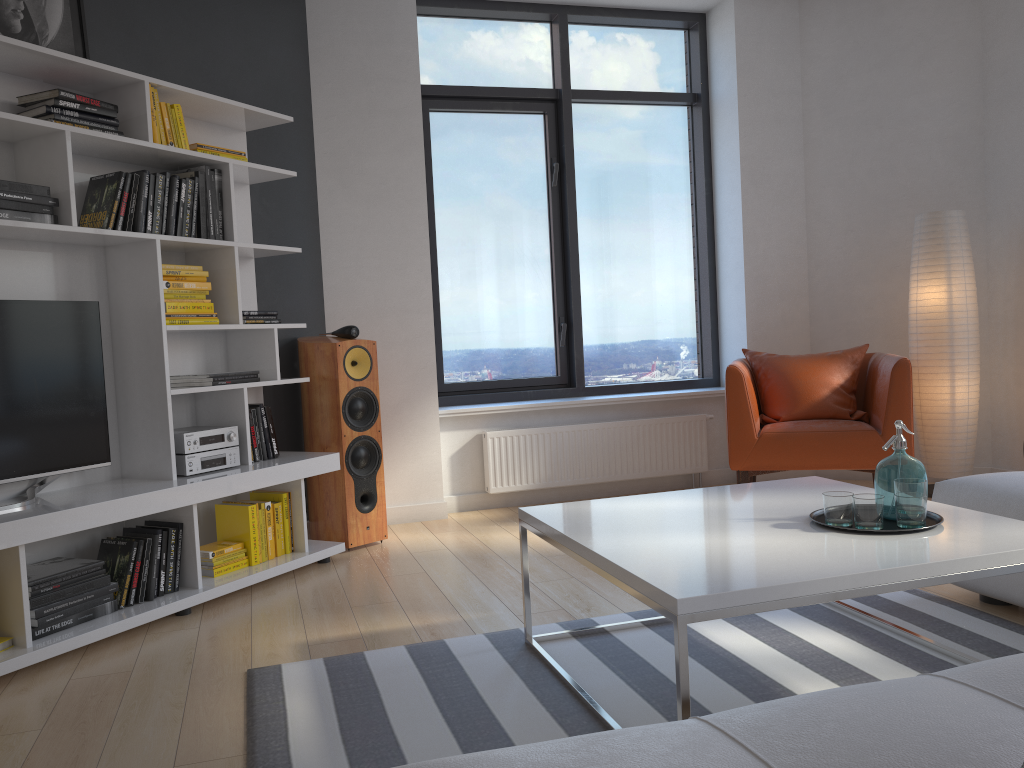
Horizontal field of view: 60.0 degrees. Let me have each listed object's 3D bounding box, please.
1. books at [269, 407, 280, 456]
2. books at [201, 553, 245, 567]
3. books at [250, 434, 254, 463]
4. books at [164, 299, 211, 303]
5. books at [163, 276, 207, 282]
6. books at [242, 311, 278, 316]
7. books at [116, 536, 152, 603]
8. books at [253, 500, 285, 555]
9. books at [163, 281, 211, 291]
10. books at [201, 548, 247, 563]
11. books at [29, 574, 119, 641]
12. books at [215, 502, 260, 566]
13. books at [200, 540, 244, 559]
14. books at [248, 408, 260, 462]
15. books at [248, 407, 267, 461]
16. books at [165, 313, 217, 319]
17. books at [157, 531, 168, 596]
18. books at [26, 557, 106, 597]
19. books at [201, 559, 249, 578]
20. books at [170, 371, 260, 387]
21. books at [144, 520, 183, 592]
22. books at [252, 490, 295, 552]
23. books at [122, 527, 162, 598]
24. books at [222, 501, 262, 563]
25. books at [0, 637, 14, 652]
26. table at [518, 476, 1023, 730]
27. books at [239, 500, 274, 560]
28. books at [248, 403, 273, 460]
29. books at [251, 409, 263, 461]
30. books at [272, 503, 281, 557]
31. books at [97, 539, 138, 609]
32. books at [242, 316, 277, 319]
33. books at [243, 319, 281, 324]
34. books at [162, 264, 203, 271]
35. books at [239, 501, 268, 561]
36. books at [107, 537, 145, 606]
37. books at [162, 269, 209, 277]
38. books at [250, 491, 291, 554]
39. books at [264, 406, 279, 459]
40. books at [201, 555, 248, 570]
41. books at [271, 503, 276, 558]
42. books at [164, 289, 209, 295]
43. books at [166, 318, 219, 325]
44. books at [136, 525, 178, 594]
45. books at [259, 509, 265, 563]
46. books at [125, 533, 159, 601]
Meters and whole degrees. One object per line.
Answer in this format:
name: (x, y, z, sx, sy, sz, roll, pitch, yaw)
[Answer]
books: (-1.162, 0.220, 4.052, 0.179, 0.233, 0.077, -1, 3, 29)
books: (-1.213, 0.726, 3.686, 0.113, 0.018, 0.169, -1, 3, 30)
books: (-1.230, 0.215, 3.894, 0.202, 0.268, 0.053, -1, 3, 28)
books: (-1.412, -0.338, 3.676, 0.189, 0.014, 0.251, -1, 3, 32)
books: (-1.411, -0.429, 3.677, 0.160, 0.022, 0.227, 0, 4, 44)
books: (-1.186, -0.313, 3.980, 0.161, 0.023, 0.213, -1, 3, 32)
books: (-1.430, 0.692, 3.318, 0.169, 0.233, 0.081, -1, 3, 28)
books: (-1.093, 0.641, 3.958, 0.172, 0.234, 0.024, -1, 3, 29)
books: (-1.405, -0.402, 3.683, 0.176, 0.033, 0.239, -1, 3, 32)
books: (-1.224, 0.710, 3.698, 0.134, 0.014, 0.187, -1, 3, 29)
books: (-1.601, 0.759, 3.083, 0.277, 0.137, 0.343, -2, 3, 24)
books: (-1.178, 0.643, 3.803, 0.198, 0.255, 0.044, -1, 3, 29)
books: (-1.238, 0.690, 3.700, 0.138, 0.026, 0.186, -1, 3, 29)
books: (-1.210, 0.228, 3.921, 0.189, 0.240, 0.053, -1, 3, 29)
books: (-1.176, 0.222, 3.954, 0.169, 0.242, 0.050, -1, 3, 28)
books: (-1.392, -0.277, 3.672, 0.203, 0.024, 0.257, -1, 3, 32)
books: (-1.396, 0.683, 3.396, 0.179, 0.243, 0.068, -1, 3, 27)
books: (-1.628, 0.668, 3.083, 0.250, 0.047, 0.310, -2, 3, 24)
books: (-1.223, 0.762, 3.699, 0.147, 0.033, 0.190, -1, 3, 29)
books: (-1.289, -0.022, 3.838, 0.250, 0.047, 0.310, -2, 3, 24)
books: (-1.367, 0.669, 3.460, 0.197, 0.260, 0.066, -1, 3, 29)
books: (-1.080, 0.620, 4.013, 0.213, 0.270, 0.025, -1, 3, 29)
books: (-1.415, 0.678, 3.375, 0.192, 0.254, 0.075, -1, 3, 28)
books: (-1.166, 0.638, 3.831, 0.199, 0.263, 0.015, -1, 3, 29)
books: (-1.750, 0.837, 2.773, 0.270, 0.029, 0.204, -2, 3, 14)
table: (0.706, 0.591, 2.446, 1.091, 0.435, 1.091, -4, 3, -16)
books: (-1.130, 0.638, 3.887, 0.185, 0.250, 0.035, -1, 3, 29)
books: (-1.172, 0.215, 3.985, 0.193, 0.255, 0.066, -1, 3, 28)
books: (-1.193, 0.227, 3.939, 0.170, 0.236, 0.049, -1, 3, 29)
books: (-1.102, 0.643, 3.933, 0.172, 0.234, 0.024, -1, 3, 29)
books: (-1.469, 0.696, 3.265, 0.182, 0.234, 0.104, -1, 3, 29)
books: (-1.173, -0.294, 3.971, 0.142, 0.015, 0.198, -2, 3, 27)
books: (-1.169, -0.275, 3.972, 0.161, 0.023, 0.213, -1, 3, 32)
books: (-1.431, -0.475, 3.682, 0.163, 0.023, 0.223, -1, 3, 33)
books: (-1.145, 0.640, 3.864, 0.180, 0.251, 0.019, -1, 3, 29)
books: (-1.457, 0.695, 3.297, 0.187, 0.234, 0.096, -1, 3, 29)
books: (-1.405, -0.453, 3.681, 0.163, 0.023, 0.223, -1, 3, 33)
books: (-1.085, 0.622, 3.985, 0.204, 0.270, 0.029, -1, 3, 29)
books: (-1.151, 0.218, 4.008, 0.177, 0.242, 0.066, -1, 3, 28)
books: (-1.227, 0.739, 3.700, 0.148, 0.011, 0.196, -1, 3, 29)
books: (-1.117, 0.642, 3.914, 0.169, 0.239, 0.023, -1, 3, 29)
books: (-1.410, -0.375, 3.676, 0.171, 0.019, 0.239, -1, 3, 29)
books: (-1.381, -0.251, 3.672, 0.194, 0.028, 0.257, -1, 3, 34)
books: (-1.382, 0.676, 3.430, 0.191, 0.249, 0.084, -1, 3, 29)
books: (-1.138, 0.654, 3.837, 0.156, 0.229, 0.024, -1, 3, 28)
books: (-1.402, 0.686, 3.342, 0.172, 0.242, 0.069, -1, 3, 30)
